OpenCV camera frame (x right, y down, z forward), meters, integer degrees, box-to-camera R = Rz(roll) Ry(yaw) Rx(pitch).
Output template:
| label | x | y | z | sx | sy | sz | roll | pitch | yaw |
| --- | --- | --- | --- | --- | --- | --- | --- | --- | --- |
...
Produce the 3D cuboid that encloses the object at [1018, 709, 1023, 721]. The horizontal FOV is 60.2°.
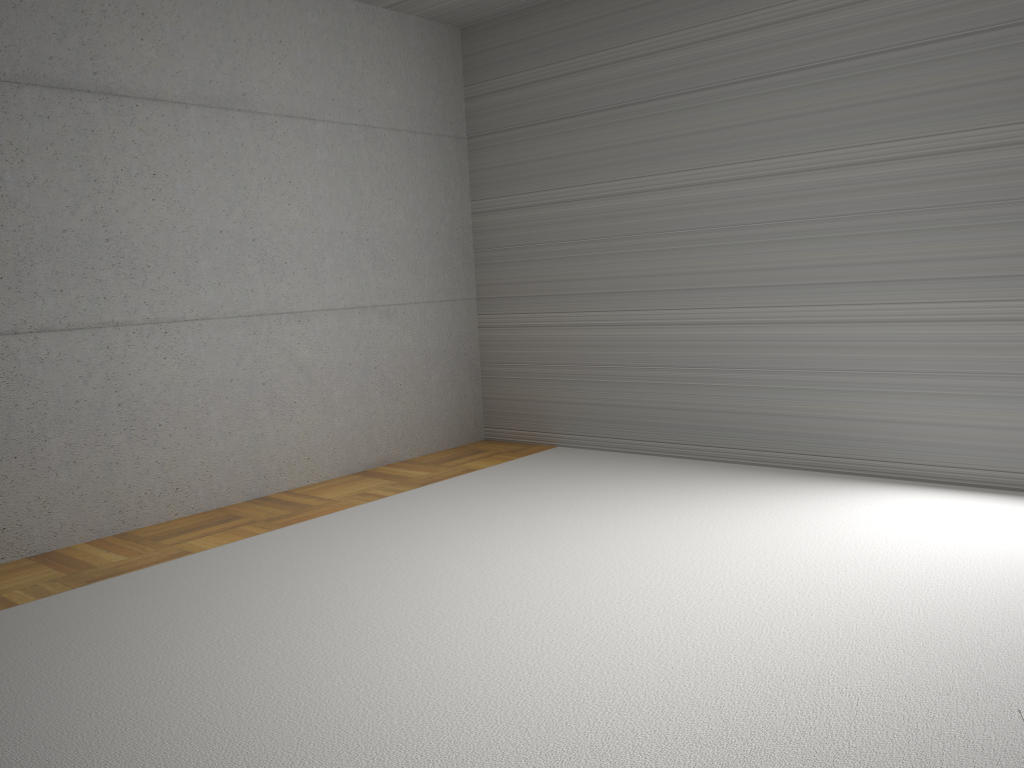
| label | x | y | z | sx | sy | sz | roll | pitch | yaw |
| --- | --- | --- | --- | --- | --- | --- | --- | --- | --- |
| object | 0.827 | 0.719 | 1.345 | 0.090 | 0.365 | 0.186 | -4 | 3 | -8 |
